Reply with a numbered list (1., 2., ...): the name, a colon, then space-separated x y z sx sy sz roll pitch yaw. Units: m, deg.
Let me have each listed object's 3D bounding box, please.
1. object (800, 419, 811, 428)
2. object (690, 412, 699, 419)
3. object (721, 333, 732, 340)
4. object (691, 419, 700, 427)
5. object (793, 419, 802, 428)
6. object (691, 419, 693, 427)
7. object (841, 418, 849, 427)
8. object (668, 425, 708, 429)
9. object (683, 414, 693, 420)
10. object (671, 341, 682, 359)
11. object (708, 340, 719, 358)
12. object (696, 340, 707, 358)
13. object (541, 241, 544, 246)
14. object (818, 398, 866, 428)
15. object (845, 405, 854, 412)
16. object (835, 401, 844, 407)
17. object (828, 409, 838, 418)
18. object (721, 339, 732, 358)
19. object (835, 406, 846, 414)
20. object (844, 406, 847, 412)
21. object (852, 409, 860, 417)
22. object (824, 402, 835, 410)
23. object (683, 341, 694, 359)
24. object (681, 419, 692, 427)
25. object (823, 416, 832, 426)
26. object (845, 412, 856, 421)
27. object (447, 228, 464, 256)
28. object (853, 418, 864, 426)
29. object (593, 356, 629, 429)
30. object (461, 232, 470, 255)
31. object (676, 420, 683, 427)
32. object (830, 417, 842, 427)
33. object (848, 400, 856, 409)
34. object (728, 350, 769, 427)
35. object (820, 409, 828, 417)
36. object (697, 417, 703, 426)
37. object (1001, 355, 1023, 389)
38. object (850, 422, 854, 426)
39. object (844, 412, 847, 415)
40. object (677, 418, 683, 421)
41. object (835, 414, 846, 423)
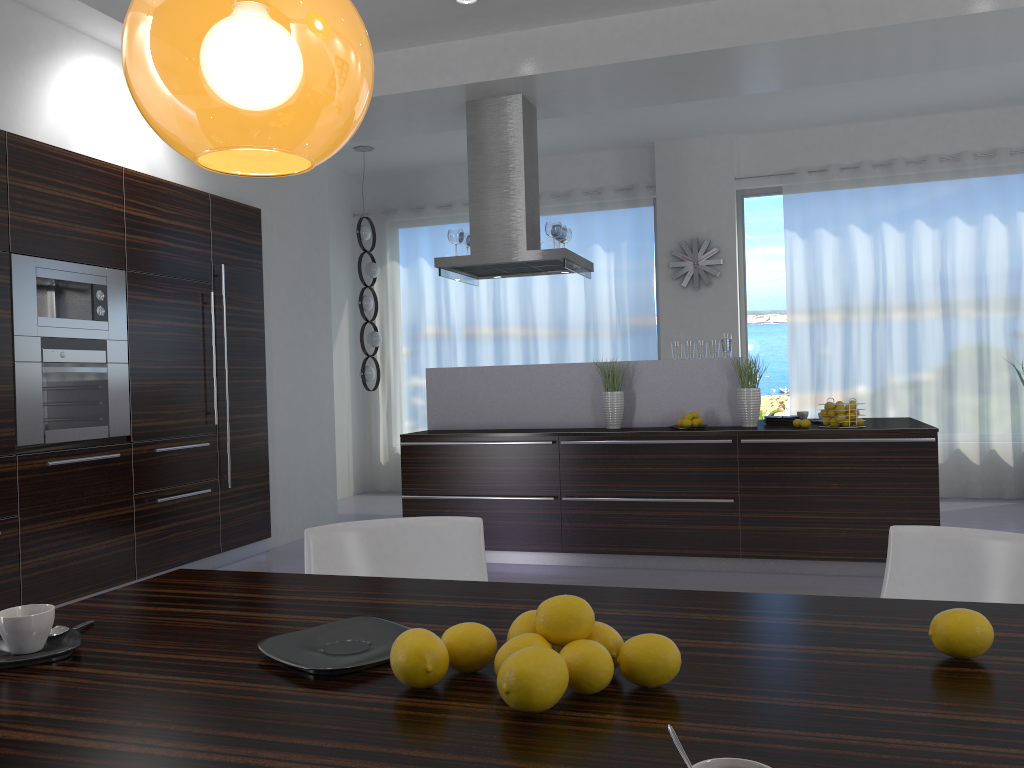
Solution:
1. object: 1.766 0.239 5.339 0.063 0.051 0.053 -2 0 21
2. object: 1.159 0.200 5.648 0.053 0.048 0.063 -2 0 -16
3. object: 1.404 -0.271 5.802 0.071 0.119 0.072 -2 0 -32
4. object: 1.157 0.245 5.601 0.061 0.054 0.052 -2 0 -5
5. object: 1.741 0.239 5.398 0.053 0.051 0.063 -2 0 -14
6. object: 1.136 0.246 5.656 0.057 0.060 0.071 -2 0 19
7. object: 1.972 0.229 5.240 0.051 0.053 0.063 -2 0 26
8. object: 1.116 0.273 5.625 0.232 0.020 0.232 -2 0 26
9. object: 1.116 0.212 5.618 0.061 0.047 0.053 -2 0 21
10. object: 1.097 -0.223 5.900 0.072 0.119 0.071 -2 0 -22
11. object: 1.328 -0.230 5.826 0.071 0.119 0.072 -2 0 -32
12. object: 1.251 -0.228 5.851 0.071 0.119 0.072 -2 0 -32
13. object: 0.184 -1.028 6.958 0.137 0.174 0.137 -2 0 -17
14. object: 1.973 0.170 5.308 0.189 0.174 0.207 -2 0 -17
15. object: 2.000 0.142 5.251 0.051 0.053 0.063 -2 0 31
16. object: 1.962 0.128 5.311 0.051 0.053 0.063 -2 0 19
17. object: 1.917 0.177 5.293 0.062 0.053 0.052 -2 0 -11
18. object: 1.405 -0.232 5.802 0.071 0.119 0.072 -2 0 -32
19. object: 1.942 0.155 5.246 0.061 0.052 0.053 -2 0 31
20. object: 2.005 0.158 5.323 0.055 0.051 0.061 -2 0 12
21. object: 2.043 0.176 5.286 0.061 0.054 0.053 -2 0 -26
22. object: 1.903 0.133 5.309 0.053 0.051 0.063 -2 0 -25
23. object: 1.174 -0.225 5.875 0.071 0.119 0.072 -2 0 -32
24. object: 1.097 0.246 5.576 0.070 0.058 0.060 -2 0 16
25. object: 1.899 0.223 5.331 0.060 0.057 0.052 -2 0 19
26. object: 2.000 0.192 5.246 0.061 0.055 0.051 -2 0 -3
27. object: -0.413 -1.031 6.552 0.125 0.221 0.125 -2 0 42
28. object: 2.056 0.226 5.263 0.062 0.052 0.053 -2 0 -33
29. object: 0.650 0.045 5.836 0.269 0.502 0.247 -2 0 18
30. object: -0.338 -1.034 6.713 0.125 0.221 0.125 -2 0 42
31. object: 1.076 0.251 5.631 0.063 0.051 0.053 -2 0 21
32. object: 1.928 0.228 5.277 0.064 0.063 0.074 -2 0 38
33. object: 2.038 0.127 5.306 0.050 0.060 0.059 -2 0 17
34. object: 1.504 0.020 5.590 0.269 0.502 0.247 -2 0 -29
35. object: 1.891 0.176 5.350 0.053 0.051 0.063 -2 0 -14
36. object: 1.188 0.240 5.649 0.063 0.053 0.051 -2 0 -32
37. object: 4.489 0.361 7.305 0.713 1.334 0.656 -2 0 18
38. object: 2.017 0.229 5.307 0.061 0.055 0.050 -2 0 -27
39. object: 1.982 0.189 5.271 0.051 0.053 0.062 -2 0 26
40. object: 1.085 0.247 5.686 0.052 0.054 0.061 -2 0 -25
41. object: 1.935 0.202 5.221 0.061 0.054 0.052 -2 0 -5
